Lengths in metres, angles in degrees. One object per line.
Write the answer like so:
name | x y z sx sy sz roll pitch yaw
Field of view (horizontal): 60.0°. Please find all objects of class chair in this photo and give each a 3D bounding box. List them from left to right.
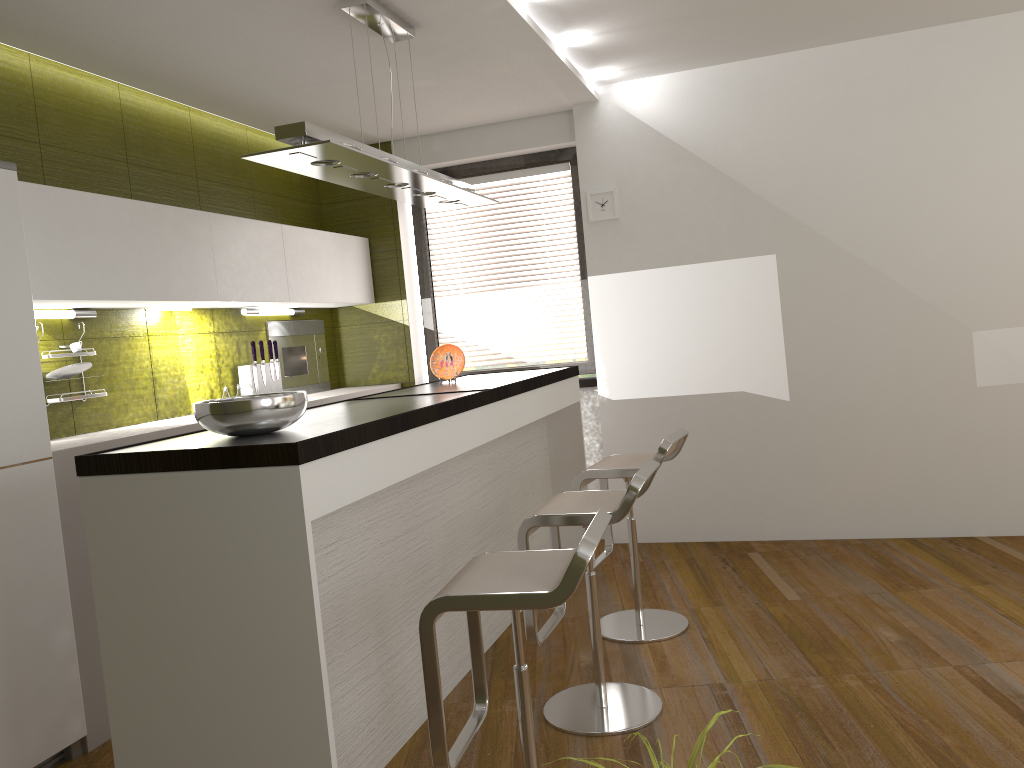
chair | 0.048 0.786 2.284 0.460 0.857 0.418 -5 3 13
chair | 0.299 0.716 3.090 0.460 0.857 0.418 -4 3 18
chair | 0.549 0.647 3.896 0.460 0.857 0.418 -4 4 23

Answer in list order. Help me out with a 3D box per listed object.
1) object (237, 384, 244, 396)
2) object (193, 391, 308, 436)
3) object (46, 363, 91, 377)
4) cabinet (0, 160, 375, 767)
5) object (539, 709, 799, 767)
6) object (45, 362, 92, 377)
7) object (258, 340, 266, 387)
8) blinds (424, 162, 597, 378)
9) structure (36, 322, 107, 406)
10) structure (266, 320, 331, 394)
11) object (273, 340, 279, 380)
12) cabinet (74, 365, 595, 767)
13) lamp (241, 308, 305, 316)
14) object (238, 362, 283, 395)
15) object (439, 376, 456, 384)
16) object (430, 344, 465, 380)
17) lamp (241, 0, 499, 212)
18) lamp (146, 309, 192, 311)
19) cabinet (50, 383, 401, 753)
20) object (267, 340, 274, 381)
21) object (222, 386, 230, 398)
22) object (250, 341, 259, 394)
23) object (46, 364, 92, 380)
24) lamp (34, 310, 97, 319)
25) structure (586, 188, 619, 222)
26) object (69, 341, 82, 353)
object | -1.465 0.059 4.776 0.059 0.121 0.059 -6 3 -15
object | -0.736 0.089 2.517 0.311 0.105 0.311 -4 4 31
object | -1.840 -0.054 3.685 0.173 0.052 0.181 -4 3 18
cabinet | -1.588 0.205 4.354 0.724 2.089 3.471 -4 3 18
object | 0.212 0.822 0.961 0.585 0.904 0.606 -6 3 -14
object | -1.841 -0.057 3.685 0.173 0.052 0.181 -4 3 18
object | -1.384 -0.110 4.923 0.013 0.264 0.042 -4 3 18
blinds | -2.156 -3.277 9.388 16.000 12.704 9.030 -8 4 -33
structure | -1.860 -0.091 3.741 0.110 0.346 0.266 -4 3 18
structure | -1.327 -0.163 5.573 0.015 0.469 0.663 -4 3 18
object | -1.344 -0.133 5.055 0.013 0.231 0.040 -4 3 18
cabinet | -0.331 0.606 3.637 0.663 1.134 2.947 -4 3 18
lamp | -1.408 -0.428 5.270 0.095 0.041 0.716 -4 3 17
object | -1.404 0.001 4.968 0.107 0.227 0.293 -4 3 18
object | -0.316 -0.072 4.409 0.088 0.131 0.072 -5 3 13
object | -0.320 -0.110 4.408 0.184 0.178 0.055 -5 3 14
lamp | -0.499 -1.143 3.575 0.326 0.683 1.677 -4 3 18
lamp | -1.714 -0.371 4.440 0.008 0.008 0.334 -4 3 18
cabinet | -1.345 0.673 4.598 0.465 1.086 2.940 -4 3 18
object | -1.359 -0.128 5.007 0.013 0.243 0.036 -4 3 18
object | -1.495 0.070 4.641 0.059 0.121 0.059 -7 4 -26
object | -1.404 -0.066 4.849 0.013 0.339 0.046 -4 3 18
object | -1.839 -0.051 3.685 0.173 0.052 0.181 -4 3 18
lamp | -1.963 -0.280 3.591 0.041 0.041 0.715 -4 3 18
structure | 0.542 -1.068 5.293 0.180 0.180 0.026 -4 3 18
object | -1.862 -0.155 3.782 0.046 0.053 0.051 -8 4 -41
